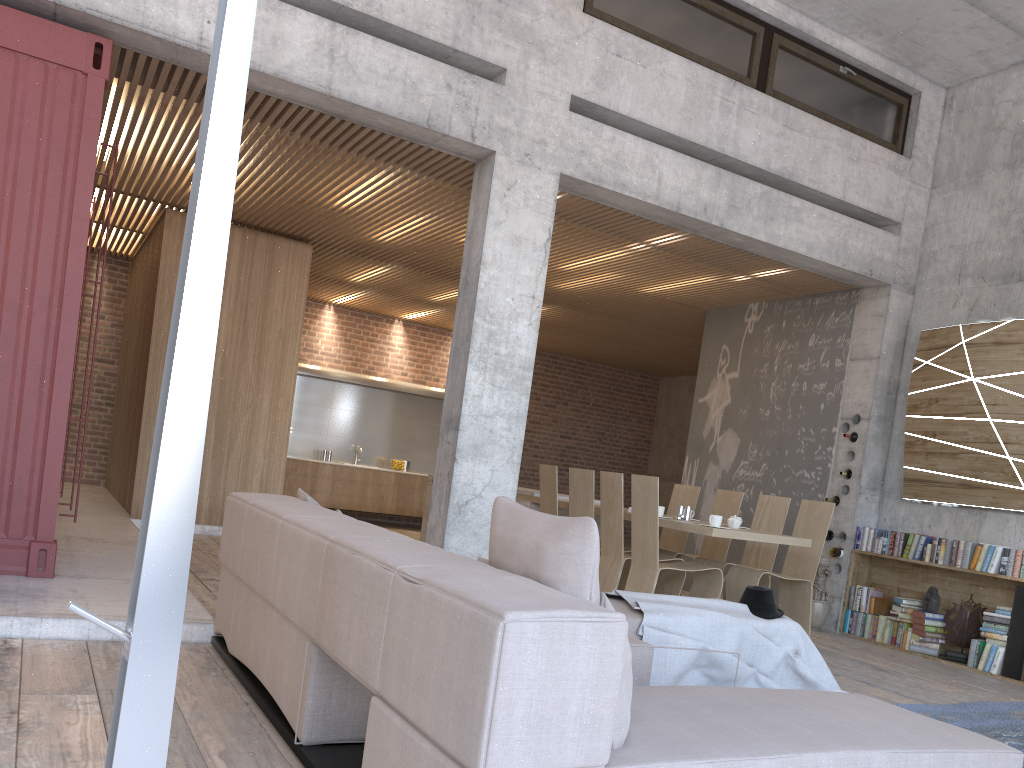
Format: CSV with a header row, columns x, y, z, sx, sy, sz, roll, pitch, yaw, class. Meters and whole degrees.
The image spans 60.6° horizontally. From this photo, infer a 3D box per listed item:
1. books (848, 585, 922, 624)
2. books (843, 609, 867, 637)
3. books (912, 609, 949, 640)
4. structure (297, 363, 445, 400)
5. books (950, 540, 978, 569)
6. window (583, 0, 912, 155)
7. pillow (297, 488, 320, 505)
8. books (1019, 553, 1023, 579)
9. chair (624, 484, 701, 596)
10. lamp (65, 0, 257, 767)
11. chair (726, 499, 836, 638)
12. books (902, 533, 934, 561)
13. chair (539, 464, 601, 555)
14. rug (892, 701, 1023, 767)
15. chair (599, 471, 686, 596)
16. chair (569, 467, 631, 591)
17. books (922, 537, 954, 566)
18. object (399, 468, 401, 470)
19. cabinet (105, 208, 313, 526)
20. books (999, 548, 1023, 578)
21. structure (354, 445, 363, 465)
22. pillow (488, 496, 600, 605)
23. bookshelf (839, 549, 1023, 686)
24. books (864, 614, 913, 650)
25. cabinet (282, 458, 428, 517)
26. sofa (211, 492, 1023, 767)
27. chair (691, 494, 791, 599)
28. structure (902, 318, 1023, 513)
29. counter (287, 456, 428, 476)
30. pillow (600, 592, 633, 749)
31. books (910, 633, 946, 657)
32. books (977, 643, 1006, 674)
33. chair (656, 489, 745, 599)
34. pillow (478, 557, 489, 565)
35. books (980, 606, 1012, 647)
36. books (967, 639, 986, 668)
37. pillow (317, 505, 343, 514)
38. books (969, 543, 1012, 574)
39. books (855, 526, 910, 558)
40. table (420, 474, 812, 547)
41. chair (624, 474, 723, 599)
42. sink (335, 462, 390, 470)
x,y,z,sx,sy,sz,roll,pitch,yaw,class
3.395,1.998,7.914,0.303,0.262,0.713,9,-5,-23,books
3.212,2.220,8.157,0.206,0.221,0.271,8,-2,-28,books
3.564,2.050,7.468,0.246,0.211,0.189,8,-1,-7,books
-1.746,0.044,13.647,4.115,0.157,0.206,11,-4,-29,structure
3.766,1.416,7.266,0.191,0.221,0.154,8,0,-28,books
-0.041,-3.048,6.011,8.514,0.611,0.112,11,1,-29,window
-1.018,0.728,4.456,0.189,0.367,0.360,7,-1,-23,pillow
4.067,1.410,6.713,0.172,0.221,0.275,8,-2,-27,books
1.349,1.525,8.411,0.728,1.198,0.344,7,2,-34,chair
0.128,-0.398,2.288,2.655,3.433,0.746,8,2,-41,lamp
2.152,1.505,7.129,0.728,1.198,0.345,8,2,-29,chair
3.576,1.433,7.687,0.191,0.229,0.198,8,-1,-28,books
0.565,1.373,7.973,0.727,1.198,0.345,8,2,-24,chair
2.600,1.907,4.746,2.944,0.049,1.155,11,-7,-29,rug
1.026,1.345,7.078,0.727,1.198,0.345,8,2,-24,chair
0.800,1.360,7.528,0.728,1.198,0.344,7,2,-32,chair
3.685,1.427,7.467,0.211,0.221,0.276,9,-2,-30,books
-1.720,1.300,13.477,0.062,0.056,0.050,9,-2,-38,object
-3.854,-0.035,10.743,1.529,3.131,3.729,7,-2,-28,cabinet
3.962,1.413,6.901,0.155,0.221,0.154,8,0,-28,books
-2.331,1.177,13.423,0.116,0.477,0.245,7,1,-28,structure
0.090,0.621,2.508,0.223,0.558,0.559,7,-1,-26,pillow
4.504,1.899,5.931,0.305,0.801,5.291,7,-4,-28,bookshelf
3.421,2.206,7.836,0.244,0.238,0.491,9,-4,-28,books
-1.868,0.977,13.683,4.152,2.078,1.065,10,0,-29,cabinet
0.523,1.135,3.856,3.038,0.786,2.980,11,-6,-28,sofa
1.953,1.525,7.595,0.728,1.198,0.344,7,2,-33,chair
4.390,0.238,6.437,0.362,1.533,3.391,7,-3,-28,structure
-1.817,1.341,13.516,4.115,0.020,0.649,11,-7,-29,counter
0.240,0.747,2.273,0.151,0.377,0.370,8,-1,5,pillow
3.541,2.226,7.488,0.260,0.151,0.250,7,-4,17,books
3.861,2.186,6.979,0.191,0.229,0.198,8,-1,-28,books
1.642,1.523,7.998,0.728,1.198,0.345,8,2,-29,chair
0.044,0.747,2.790,0.373,0.373,0.170,7,0,35,pillow
3.912,1.926,6.996,0.220,0.324,0.249,8,0,-26,books
3.800,2.192,7.122,0.206,0.221,0.073,8,1,-29,books
-0.818,0.758,4.125,0.188,0.359,0.367,7,-1,-29,pillow
3.870,1.411,7.075,0.191,0.229,0.247,8,-2,-28,books
3.395,1.441,7.991,0.216,0.220,0.487,9,-4,-28,books
0.581,1.595,8.781,1.020,0.921,5.157,9,-5,-28,table
1.212,1.323,6.605,0.727,1.198,0.345,8,2,-25,chair
-2.278,1.326,13.231,0.736,0.192,0.520,11,-5,-28,sink
